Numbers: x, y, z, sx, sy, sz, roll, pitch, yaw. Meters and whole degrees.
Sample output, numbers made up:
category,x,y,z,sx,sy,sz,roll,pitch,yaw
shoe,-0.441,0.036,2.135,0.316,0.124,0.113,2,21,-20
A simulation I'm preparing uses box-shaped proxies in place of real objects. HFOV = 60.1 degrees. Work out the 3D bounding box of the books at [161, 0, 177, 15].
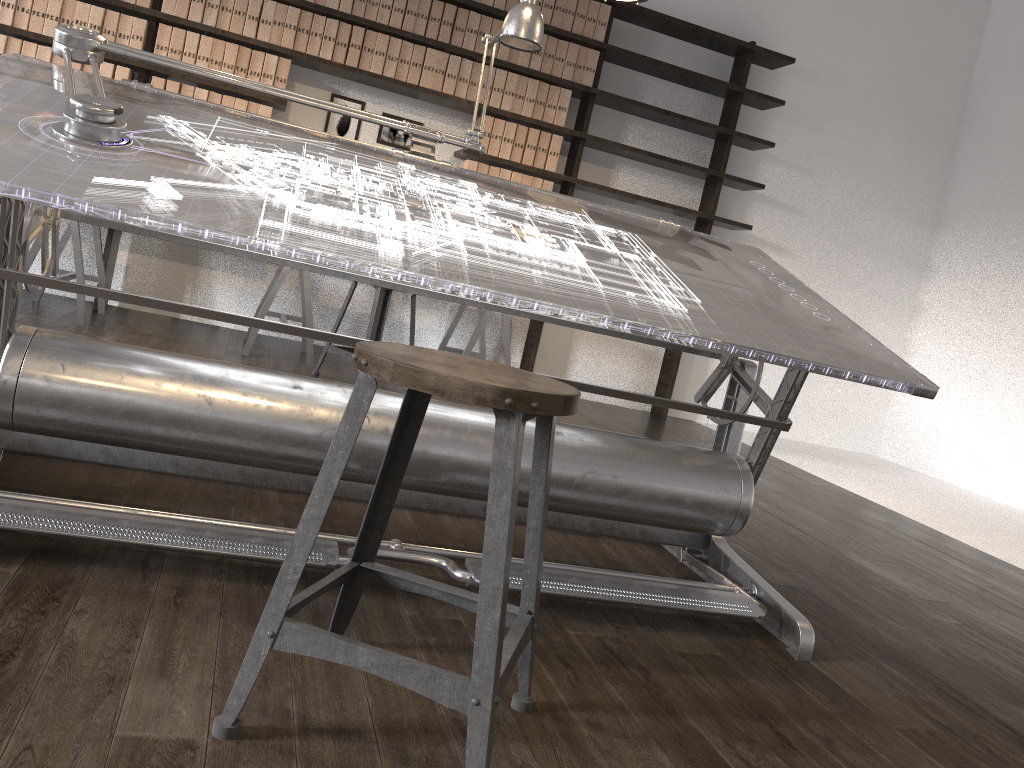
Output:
category,x,y,z,sx,sy,sz,roll,pitch,yaw
books,-1.809,-2.066,4.730,0.066,0.225,0.176,12,5,-17

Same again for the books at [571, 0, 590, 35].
category,x,y,z,sx,sy,sz,roll,pitch,yaw
books,0.387,-2.199,5.340,0.066,0.225,0.176,12,5,-17

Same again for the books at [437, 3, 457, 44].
category,x,y,z,sx,sy,sz,roll,pitch,yaw
books,-0.390,-2.066,5.131,0.066,0.225,0.176,12,5,-17

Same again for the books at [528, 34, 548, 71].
category,x,y,z,sx,sy,sz,roll,pitch,yaw
books,0.133,-1.966,5.293,0.066,0.225,0.176,12,5,-17

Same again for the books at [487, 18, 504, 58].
category,x,y,z,sx,sy,sz,roll,pitch,yaw
books,-0.121,-2.015,5.219,0.066,0.225,0.176,12,5,-17

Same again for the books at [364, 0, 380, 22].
category,x,y,z,sx,sy,sz,roll,pitch,yaw
books,-0.792,-2.144,5.013,0.066,0.225,0.175,12,5,-17

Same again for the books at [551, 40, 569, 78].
category,x,y,z,sx,sy,sz,roll,pitch,yaw
books,0.262,-1.942,5.339,0.066,0.225,0.175,12,5,-17

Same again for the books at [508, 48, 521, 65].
category,x,y,z,sx,sy,sz,roll,pitch,yaw
books,0.005,-1.991,5.257,0.066,0.225,0.176,12,5,-17

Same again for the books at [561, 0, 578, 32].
category,x,y,z,sx,sy,sz,roll,pitch,yaw
books,0.317,-2.212,5.317,0.066,0.225,0.176,12,5,-17

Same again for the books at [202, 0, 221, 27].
category,x,y,z,sx,sy,sz,roll,pitch,yaw
books,-1.614,-2.028,4.790,0.066,0.225,0.175,12,5,-17

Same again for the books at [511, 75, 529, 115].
category,x,y,z,sx,sy,sz,roll,pitch,yaw
books,0.023,-1.716,5.297,0.066,0.225,0.176,12,5,-17

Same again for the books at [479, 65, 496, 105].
category,x,y,z,sx,sy,sz,roll,pitch,yaw
books,-0.170,-1.752,5.238,0.066,0.225,0.176,12,5,-17

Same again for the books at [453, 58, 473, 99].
category,x,y,z,sx,sy,sz,roll,pitch,yaw
books,-0.300,-1.777,5.196,0.066,0.225,0.175,12,5,-17

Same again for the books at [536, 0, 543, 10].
category,x,y,z,sx,sy,sz,roll,pitch,yaw
books,0.123,-2.249,5.256,0.066,0.225,0.175,12,5,-17

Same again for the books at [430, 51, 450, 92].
category,x,y,z,sx,sy,sz,roll,pitch,yaw
books,-0.435,-1.802,5.151,0.066,0.225,0.176,12,5,-17

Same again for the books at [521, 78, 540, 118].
category,x,y,z,sx,sy,sz,roll,pitch,yaw
books,0.086,-1.703,5.312,0.066,0.225,0.176,12,5,-17

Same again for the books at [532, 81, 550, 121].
category,x,y,z,sx,sy,sz,roll,pitch,yaw
books,0.148,-1.692,5.337,0.066,0.225,0.176,12,5,-17

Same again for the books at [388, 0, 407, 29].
category,x,y,z,sx,sy,sz,roll,pitch,yaw
books,-0.657,-2.117,5.047,0.066,0.225,0.176,12,5,-17

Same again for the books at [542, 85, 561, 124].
category,x,y,z,sx,sy,sz,roll,pitch,yaw
books,0.215,-1.679,5.358,0.066,0.225,0.175,12,5,-17

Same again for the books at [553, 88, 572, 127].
category,x,y,z,sx,sy,sz,roll,pitch,yaw
books,0.282,-1.666,5.375,0.066,0.225,0.175,12,5,-17

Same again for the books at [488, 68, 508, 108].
category,x,y,z,sx,sy,sz,roll,pitch,yaw
books,-0.103,-1.739,5.255,0.066,0.225,0.176,12,5,-17

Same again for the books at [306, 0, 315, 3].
category,x,y,z,sx,sy,sz,roll,pitch,yaw
books,-1.111,-2.204,4.907,0.066,0.225,0.176,12,5,-17

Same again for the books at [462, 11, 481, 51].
category,x,y,z,sx,sy,sz,roll,pitch,yaw
books,-0.253,-2.040,5.174,0.066,0.225,0.175,12,5,-17

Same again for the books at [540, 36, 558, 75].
category,x,y,z,sx,sy,sz,roll,pitch,yaw
books,0.197,-1.954,5.317,0.066,0.225,0.176,12,5,-17

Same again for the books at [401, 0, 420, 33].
category,x,y,z,sx,sy,sz,roll,pitch,yaw
books,-0.589,-2.104,5.068,0.066,0.225,0.176,12,5,-17

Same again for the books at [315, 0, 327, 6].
category,x,y,z,sx,sy,sz,roll,pitch,yaw
books,-1.050,-2.193,4.931,0.066,0.225,0.176,12,5,-17

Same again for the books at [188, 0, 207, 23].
category,x,y,z,sx,sy,sz,roll,pitch,yaw
books,-1.681,-2.041,4.765,0.066,0.225,0.176,12,5,-17

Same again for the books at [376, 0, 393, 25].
category,x,y,z,sx,sy,sz,roll,pitch,yaw
books,-0.726,-2.131,5.030,0.066,0.225,0.175,12,5,-17

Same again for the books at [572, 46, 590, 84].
category,x,y,z,sx,sy,sz,roll,pitch,yaw
books,0.391,-1.917,5.377,0.066,0.225,0.176,12,5,-17

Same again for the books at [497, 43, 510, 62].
category,x,y,z,sx,sy,sz,roll,pitch,yaw
books,-0.057,-2.002,5.233,0.066,0.225,0.176,12,5,-17

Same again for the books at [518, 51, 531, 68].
category,x,y,z,sx,sy,sz,roll,pitch,yaw
books,0.064,-1.980,5.274,0.066,0.225,0.176,12,5,-17

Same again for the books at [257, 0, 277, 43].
category,x,y,z,sx,sy,sz,roll,pitch,yaw
books,-1.350,-1.978,4.871,0.066,0.225,0.176,12,5,-17

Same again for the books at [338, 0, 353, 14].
category,x,y,z,sx,sy,sz,roll,pitch,yaw
books,-0.922,-2.168,4.967,0.066,0.225,0.176,12,5,-17

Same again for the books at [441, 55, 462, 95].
category,x,y,z,sx,sy,sz,roll,pitch,yaw
books,-0.367,-1.790,5.172,0.066,0.225,0.176,12,5,-17

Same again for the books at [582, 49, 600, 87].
category,x,y,z,sx,sy,sz,roll,pitch,yaw
books,0.450,-1.906,5.393,0.066,0.225,0.176,12,5,-17

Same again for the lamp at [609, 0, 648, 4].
category,x,y,z,sx,sy,sz,roll,pitch,yaw
lamp,0.717,-2.850,3.895,0.311,2.245,0.313,13,4,7

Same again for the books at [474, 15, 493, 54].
category,x,y,z,sx,sy,sz,roll,pitch,yaw
books,-0.188,-2.028,5.199,0.066,0.225,0.175,12,5,-17

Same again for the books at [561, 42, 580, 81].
category,x,y,z,sx,sy,sz,roll,pitch,yaw
books,0.330,-1.928,5.353,0.066,0.225,0.176,12,5,-17

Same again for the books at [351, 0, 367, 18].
category,x,y,z,sx,sy,sz,roll,pitch,yaw
books,-0.857,-2.156,4.991,0.066,0.225,0.176,12,5,-17

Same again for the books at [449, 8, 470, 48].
category,x,y,z,sx,sy,sz,roll,pitch,yaw
books,-0.321,-2.054,5.158,0.066,0.225,0.176,12,5,-17

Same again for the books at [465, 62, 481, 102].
category,x,y,z,sx,sy,sz,roll,pitch,yaw
books,-0.236,-1.765,5.220,0.066,0.225,0.175,12,5,-17

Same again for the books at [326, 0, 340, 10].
category,x,y,z,sx,sy,sz,roll,pitch,yaw
books,-0.990,-2.181,4.948,0.066,0.225,0.176,12,5,-17

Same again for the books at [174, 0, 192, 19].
category,x,y,z,sx,sy,sz,roll,pitch,yaw
books,-1.749,-2.054,4.744,0.066,0.225,0.176,12,5,-17

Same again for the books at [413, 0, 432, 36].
category,x,y,z,sx,sy,sz,roll,pitch,yaw
books,-0.531,-2.094,5.091,0.066,0.225,0.176,12,5,-17

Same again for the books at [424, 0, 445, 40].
category,x,y,z,sx,sy,sz,roll,pitch,yaw
books,-0.461,-2.080,5.115,0.066,0.225,0.176,12,5,-17
